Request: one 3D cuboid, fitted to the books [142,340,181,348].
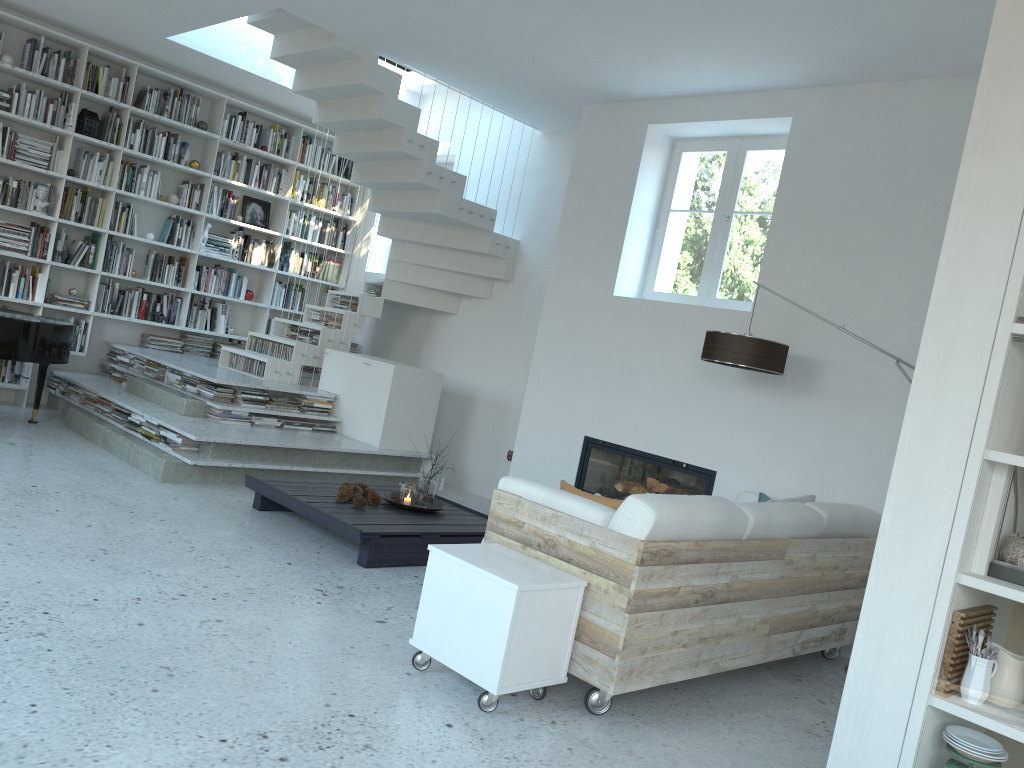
[{"bbox_3d":[-3.366,-0.383,8.518,0.194,0.008,0.308,13,2,40],"label":"books"}]

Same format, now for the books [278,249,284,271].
[{"bbox_3d":[-2.428,-1.295,9.242,0.066,0.237,0.144,9,3,-45],"label":"books"}]

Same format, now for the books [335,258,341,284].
[{"bbox_3d":[-1.951,-1.243,9.690,0.018,0.293,0.169,9,4,-45],"label":"books"}]

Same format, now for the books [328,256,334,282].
[{"bbox_3d":[-2.014,-1.253,9.626,0.018,0.293,0.169,9,4,-45],"label":"books"}]

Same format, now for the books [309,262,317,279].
[{"bbox_3d":[-2.154,-1.219,9.471,0.024,0.181,0.190,9,3,-45],"label":"books"}]

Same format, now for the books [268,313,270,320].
[{"bbox_3d":[-2.565,-0.599,9.156,0.011,0.293,0.144,9,4,-45],"label":"books"}]

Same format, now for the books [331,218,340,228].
[{"bbox_3d":[-1.944,-1.634,9.629,0.013,0.330,0.139,9,4,-45],"label":"books"}]

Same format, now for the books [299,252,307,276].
[{"bbox_3d":[-2.247,-1.268,9.391,0.022,0.247,0.180,9,3,-45],"label":"books"}]

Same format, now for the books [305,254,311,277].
[{"bbox_3d":[-2.211,-1.267,9.453,0.012,0.254,0.160,9,3,-45],"label":"books"}]

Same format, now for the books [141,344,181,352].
[{"bbox_3d":[-3.376,-0.347,8.521,0.194,0.008,0.308,13,2,41],"label":"books"}]

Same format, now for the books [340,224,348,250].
[{"bbox_3d":[-1.873,-1.602,9.679,0.042,0.292,0.186,9,3,-45],"label":"books"}]

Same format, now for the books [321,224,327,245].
[{"bbox_3d":[-2.059,-1.606,9.527,0.028,0.237,0.145,9,3,-45],"label":"books"}]

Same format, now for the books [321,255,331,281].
[{"bbox_3d":[-2.043,-1.258,9.595,0.033,0.294,0.169,9,4,-45],"label":"books"}]

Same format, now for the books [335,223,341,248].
[{"bbox_3d":[-1.934,-1.608,9.634,0.013,0.283,0.149,9,4,-45],"label":"books"}]

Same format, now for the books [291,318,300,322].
[{"bbox_3d":[-2.319,-0.554,9.409,0.012,0.285,0.159,9,4,-45],"label":"books"}]

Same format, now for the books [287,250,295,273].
[{"bbox_3d":[-2.351,-1.285,9.279,0.026,0.246,0.180,9,3,-45],"label":"books"}]

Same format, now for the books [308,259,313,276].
[{"bbox_3d":[-2.193,-1.240,9.485,0.014,0.207,0.138,9,3,-45],"label":"books"}]

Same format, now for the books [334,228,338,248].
[{"bbox_3d":[-1.958,-1.580,9.608,0.025,0.220,0.177,9,3,-45],"label":"books"}]

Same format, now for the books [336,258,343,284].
[{"bbox_3d":[-1.931,-1.239,9.696,0.018,0.293,0.169,9,4,-45],"label":"books"}]

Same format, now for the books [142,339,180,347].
[{"bbox_3d":[-3.374,-0.392,8.527,0.308,0.008,0.194,10,3,-45],"label":"books"}]

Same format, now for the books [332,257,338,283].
[{"bbox_3d":[-1.976,-1.247,9.664,0.018,0.293,0.169,9,4,-45],"label":"books"}]

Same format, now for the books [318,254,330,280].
[{"bbox_3d":[-2.070,-1.260,9.569,0.072,0.292,0.169,9,3,-45],"label":"books"}]

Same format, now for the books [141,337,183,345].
[{"bbox_3d":[-3.364,-0.413,8.525,0.346,0.007,0.193,10,3,-43],"label":"books"}]

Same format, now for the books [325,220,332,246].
[{"bbox_3d":[-2.010,-1.620,9.545,0.012,0.283,0.151,9,4,-45],"label":"books"}]

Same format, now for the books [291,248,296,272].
[{"bbox_3d":[-2.340,-1.294,9.303,0.022,0.265,0.157,9,4,-45],"label":"books"}]

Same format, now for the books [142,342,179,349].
[{"bbox_3d":[-3.376,-0.370,8.523,0.308,0.008,0.194,10,3,-43],"label":"books"}]

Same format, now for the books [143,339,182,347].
[{"bbox_3d":[-3.361,-0.397,8.520,0.308,0.008,0.194,10,2,-40],"label":"books"}]

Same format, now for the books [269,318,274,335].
[{"bbox_3d":[-2.534,-0.566,9.169,0.030,0.238,0.151,9,3,-45],"label":"books"}]

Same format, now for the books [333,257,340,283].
[{"bbox_3d":[-1.960,-1.244,9.674,0.018,0.293,0.169,9,4,-45],"label":"books"}]

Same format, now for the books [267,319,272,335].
[{"bbox_3d":[-2.548,-0.565,9.152,0.014,0.233,0.183,9,3,-45],"label":"books"}]

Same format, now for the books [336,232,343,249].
[{"bbox_3d":[-1.917,-1.560,9.639,0.029,0.195,0.191,9,3,-45],"label":"books"}]

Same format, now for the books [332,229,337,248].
[{"bbox_3d":[-1.970,-1.577,9.584,0.025,0.211,0.188,9,3,-45],"label":"books"}]

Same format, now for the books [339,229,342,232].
[{"bbox_3d":[-1.920,-1.580,9.681,0.024,0.230,0.130,9,4,-45],"label":"books"}]

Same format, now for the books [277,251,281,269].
[{"bbox_3d":[-2.455,-1.300,9.201,0.010,0.239,0.147,9,4,-45],"label":"books"}]

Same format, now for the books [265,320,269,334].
[{"bbox_3d":[-2.577,-0.561,9.132,0.031,0.214,0.164,9,3,-45],"label":"books"}]

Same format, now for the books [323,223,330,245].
[{"bbox_3d":[-2.032,-1.609,9.538,0.025,0.253,0.159,9,3,-45],"label":"books"}]

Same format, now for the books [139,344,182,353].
[{"bbox_3d":[-3.378,-0.339,8.521,0.346,0.007,0.193,10,2,-41],"label":"books"}]

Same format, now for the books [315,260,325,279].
[{"bbox_3d":[-2.105,-1.226,9.541,0.089,0.217,0.166,9,3,-45],"label":"books"}]

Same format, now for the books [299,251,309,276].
[{"bbox_3d":[-2.235,-1.273,9.416,0.029,0.259,0.171,9,3,-45],"label":"books"}]

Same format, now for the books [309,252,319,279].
[{"bbox_3d":[-2.146,-1.268,9.506,0.026,0.278,0.169,9,4,-45],"label":"books"}]

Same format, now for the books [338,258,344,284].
[{"bbox_3d":[-1.925,-1.238,9.716,0.018,0.293,0.169,9,4,-45],"label":"books"}]

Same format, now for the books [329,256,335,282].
[{"bbox_3d":[-2.001,-1.251,9.638,0.018,0.293,0.169,9,4,-45],"label":"books"}]

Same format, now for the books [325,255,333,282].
[{"bbox_3d":[-2.017,-1.253,9.603,0.018,0.293,0.169,9,4,-45],"label":"books"}]

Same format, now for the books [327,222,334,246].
[{"bbox_3d":[-1.999,-1.615,9.551,0.013,0.277,0.187,9,3,-45],"label":"books"}]

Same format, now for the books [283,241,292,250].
[{"bbox_3d":[-2.370,-1.328,9.277,0.012,0.322,0.141,9,4,-45],"label":"books"}]

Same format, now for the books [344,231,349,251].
[{"bbox_3d":[-1.859,-1.562,9.704,0.021,0.219,0.183,9,3,-45],"label":"books"}]

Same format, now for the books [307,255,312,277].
[{"bbox_3d":[-2.201,-1.263,9.469,0.025,0.249,0.133,9,4,-45],"label":"books"}]

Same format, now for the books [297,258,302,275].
[{"bbox_3d":[-2.285,-1.245,9.352,0.023,0.189,0.169,9,3,-45],"label":"books"}]

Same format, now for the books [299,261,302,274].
[{"bbox_3d":[-2.282,-1.243,9.386,0.030,0.184,0.137,9,3,-45],"label":"books"}]

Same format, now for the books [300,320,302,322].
[{"bbox_3d":[-2.310,-0.553,9.442,0.012,0.285,0.159,9,4,-45],"label":"books"}]

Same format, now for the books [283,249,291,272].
[{"bbox_3d":[-2.377,-1.288,9.254,0.022,0.243,0.170,9,3,-45],"label":"books"}]

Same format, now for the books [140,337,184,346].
[{"bbox_3d":[-3.363,-0.406,8.523,0.193,0.007,0.346,13,2,42],"label":"books"}]

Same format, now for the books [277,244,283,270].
[{"bbox_3d":[-2.450,-1.320,9.214,0.010,0.279,0.147,9,4,-45],"label":"books"}]

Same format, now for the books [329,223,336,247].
[{"bbox_3d":[-1.984,-1.608,9.564,0.028,0.268,0.173,9,3,-45],"label":"books"}]

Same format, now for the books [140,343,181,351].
[{"bbox_3d":[-3.373,-0.353,8.518,0.346,0.007,0.193,10,2,-40],"label":"books"}]

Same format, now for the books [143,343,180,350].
[{"bbox_3d":[-3.373,-0.361,8.520,0.308,0.008,0.194,10,2,-41],"label":"books"}]

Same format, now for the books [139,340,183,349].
[{"bbox_3d":[-3.373,-0.377,8.524,0.193,0.007,0.346,13,3,43],"label":"books"}]

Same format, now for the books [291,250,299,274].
[{"bbox_3d":[-2.305,-1.285,9.323,0.056,0.261,0.176,9,3,-45],"label":"books"}]

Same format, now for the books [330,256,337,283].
[{"bbox_3d":[-1.986,-1.248,9.648,0.018,0.293,0.169,9,4,-45],"label":"books"}]
